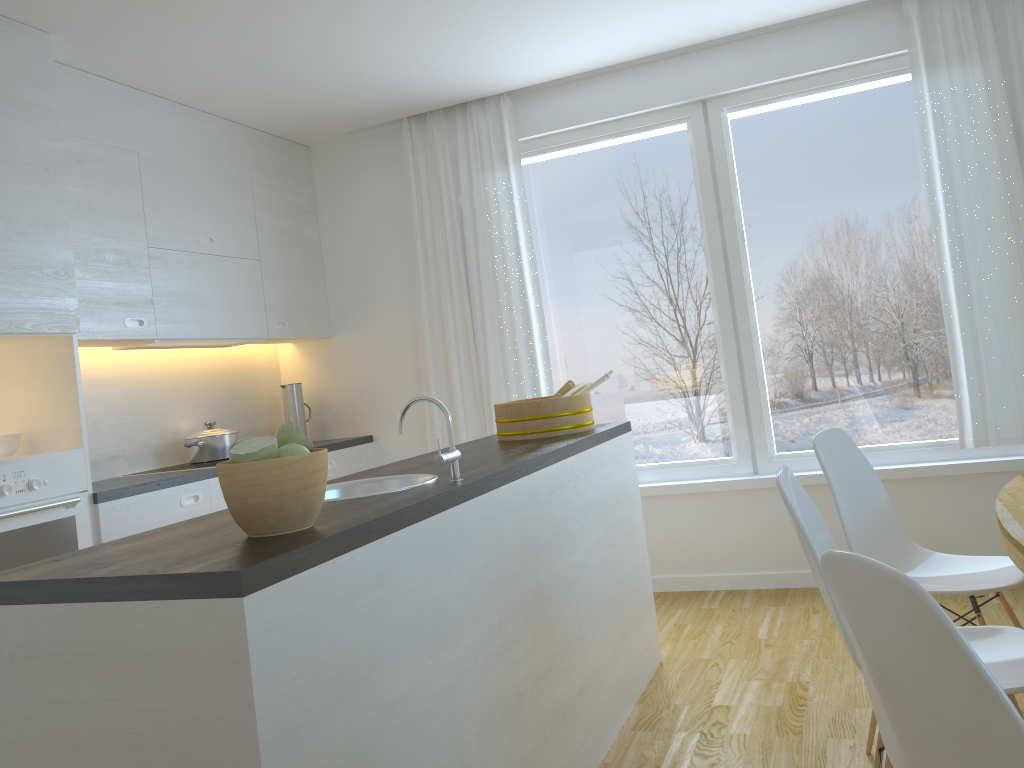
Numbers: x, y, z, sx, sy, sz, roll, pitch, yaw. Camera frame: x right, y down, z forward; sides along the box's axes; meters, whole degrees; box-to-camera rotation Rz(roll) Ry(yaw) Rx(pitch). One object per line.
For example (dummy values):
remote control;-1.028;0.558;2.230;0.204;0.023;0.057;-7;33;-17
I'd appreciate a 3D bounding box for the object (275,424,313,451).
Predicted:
object;-0.430;0.112;1.744;0.074;0.072;0.077;-6;-2;-44

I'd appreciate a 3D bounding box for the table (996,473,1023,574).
table;1.670;0.603;1.699;1.190;0.727;2.192;-7;0;20

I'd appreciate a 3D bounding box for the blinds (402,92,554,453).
blinds;-0.224;-0.518;4.827;0.792;2.167;0.150;-8;-3;21

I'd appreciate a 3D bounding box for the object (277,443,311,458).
object;-0.416;0.155;1.678;0.081;0.086;0.097;-7;-1;-14

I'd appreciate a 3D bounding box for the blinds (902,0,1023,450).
blinds;2.235;-0.821;3.865;0.792;2.167;0.150;-8;-3;22

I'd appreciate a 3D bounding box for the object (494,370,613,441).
object;0.139;0.084;3.436;0.431;0.215;0.376;-7;0;-40

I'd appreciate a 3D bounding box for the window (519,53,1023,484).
window;1.115;-0.501;4.511;2.718;1.924;0.088;-7;-3;21

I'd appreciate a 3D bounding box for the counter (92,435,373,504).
counter;-1.451;0.404;4.325;0.598;0.040;2.003;-7;0;22

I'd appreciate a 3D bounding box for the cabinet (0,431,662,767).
cabinet;-0.179;0.738;2.508;0.599;0.912;2.403;-8;0;22

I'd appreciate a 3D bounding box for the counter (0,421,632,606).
counter;-0.239;0.266;2.534;0.599;0.040;2.403;-7;0;22

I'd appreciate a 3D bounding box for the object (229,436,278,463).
object;-0.472;0.133;1.623;0.085;0.065;0.084;-8;-1;34

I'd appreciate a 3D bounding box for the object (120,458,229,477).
object;-1.455;0.387;4.330;0.560;0.013;0.655;-7;0;21

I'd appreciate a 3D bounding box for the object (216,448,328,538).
object;-0.446;0.207;1.677;0.205;0.142;0.204;-7;-1;-17

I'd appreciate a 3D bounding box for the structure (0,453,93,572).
structure;-1.646;0.568;3.004;0.049;0.598;0.561;-8;-2;22

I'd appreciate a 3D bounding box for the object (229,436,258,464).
object;-0.493;0.149;1.708;0.086;0.099;0.102;-9;-2;42

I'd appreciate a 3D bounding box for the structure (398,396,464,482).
structure;-0.219;0.137;2.160;0.162;0.216;0.097;-8;-3;22

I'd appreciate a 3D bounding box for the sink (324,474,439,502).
sink;-0.378;0.339;2.250;0.405;0.157;0.402;-7;0;-27

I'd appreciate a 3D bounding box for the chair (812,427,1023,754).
chair;1.225;0.564;2.562;0.520;0.904;0.431;-9;-3;41

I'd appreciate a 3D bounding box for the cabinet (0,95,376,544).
cabinet;-1.654;0.111;3.762;0.479;2.307;3.204;-8;-1;22

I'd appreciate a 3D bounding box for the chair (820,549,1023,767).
chair;0.755;0.635;1.144;0.523;0.904;0.428;-7;-2;-9
